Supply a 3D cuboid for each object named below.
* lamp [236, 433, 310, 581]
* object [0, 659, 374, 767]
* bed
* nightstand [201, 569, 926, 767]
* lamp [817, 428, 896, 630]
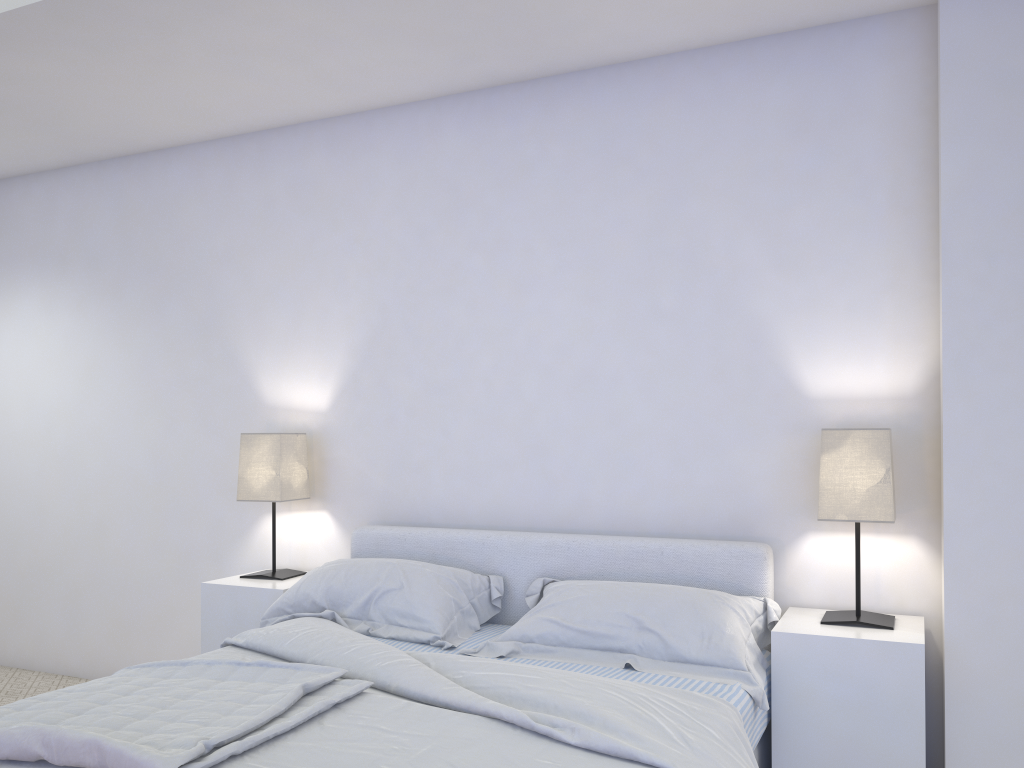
[{"bbox_3d":[-0.968,0.490,3.604,0.210,0.582,0.210,0,-1,20],"label":"lamp"},{"bbox_3d":[-0.878,0.926,2.040,0.913,0.466,0.719,-1,-3,21],"label":"object"},{"bbox_3d":[-0.236,0.893,2.339,1.969,0.814,2.022,-2,-3,24],"label":"bed"},{"bbox_3d":[0.034,1.046,3.087,2.550,0.600,0.400,-2,-2,25],"label":"nightstand"},{"bbox_3d":[1.044,0.425,2.675,0.210,0.582,0.210,-1,-1,25],"label":"lamp"}]
